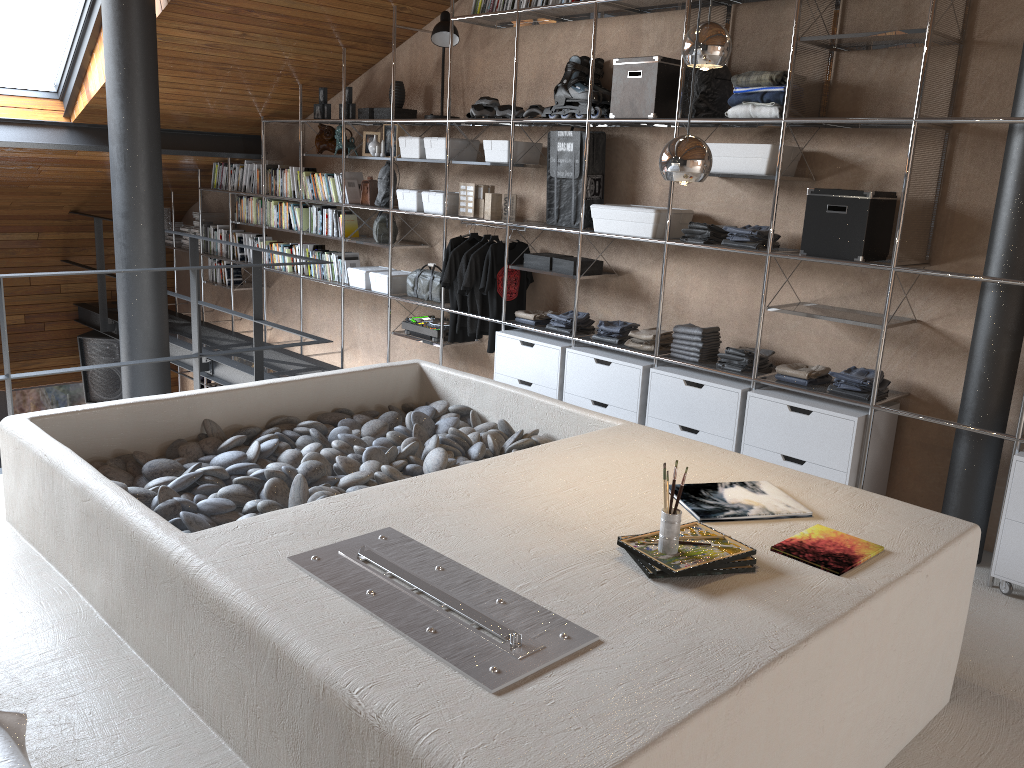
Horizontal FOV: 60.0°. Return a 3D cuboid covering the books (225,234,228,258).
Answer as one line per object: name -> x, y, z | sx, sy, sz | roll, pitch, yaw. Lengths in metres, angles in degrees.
books -> -2.452, -1.220, 7.812 | 0.148, 0.206, 0.018 | -10, 19, -43

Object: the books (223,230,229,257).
books -> -2.485, -1.247, 7.856 | 0.148, 0.234, 0.013 | -10, 19, -43

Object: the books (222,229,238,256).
books -> -2.504, -1.257, 7.879 | 0.146, 0.240, 0.023 | -10, 19, -43

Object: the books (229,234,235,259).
books -> -2.392, -1.198, 7.715 | 0.137, 0.215, 0.014 | -10, 19, -43

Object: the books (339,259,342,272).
books -> -1.214, -0.846, 6.605 | 0.146, 0.171, 0.054 | -10, 19, -43

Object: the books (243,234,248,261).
books -> -2.230, -1.172, 7.610 | 0.148, 0.232, 0.053 | -10, 19, -43

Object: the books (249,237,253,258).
books -> -2.139, -1.137, 7.515 | 0.164, 0.217, 0.048 | -10, 19, -44

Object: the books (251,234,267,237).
books -> -2.149, -1.159, 7.575 | 0.148, 0.232, 0.053 | -10, 19, -43

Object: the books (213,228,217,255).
books -> -2.614, -1.285, 7.990 | 0.161, 0.231, 0.021 | -10, 19, -43

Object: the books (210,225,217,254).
books -> -2.637, -1.310, 8.036 | 0.191, 0.255, 0.012 | -10, 19, -43

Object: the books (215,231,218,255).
books -> -2.592, -1.266, 7.962 | 0.146, 0.210, 0.018 | -10, 19, -43

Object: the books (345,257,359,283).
books -> -1.185, -0.844, 6.570 | 0.129, 0.186, 0.050 | -10, 19, -43

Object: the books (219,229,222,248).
books -> -2.536, -1.259, 7.898 | 0.148, 0.234, 0.013 | -10, 19, -43

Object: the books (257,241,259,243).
books -> -2.073, -1.099, 7.414 | 0.111, 0.197, 0.043 | -10, 19, -43

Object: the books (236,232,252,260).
books -> -2.312, -1.193, 7.681 | 0.148, 0.232, 0.053 | -10, 19, -43

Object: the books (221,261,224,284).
books -> -2.530, -0.995, 7.928 | 0.123, 0.203, 0.054 | -10, 19, -43

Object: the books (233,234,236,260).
books -> -2.352, -1.193, 7.705 | 0.133, 0.219, 0.058 | -10, 19, -43

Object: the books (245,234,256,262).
books -> -2.196, -1.162, 7.577 | 0.148, 0.232, 0.053 | -10, 19, -43

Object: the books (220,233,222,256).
books -> -2.527, -1.239, 7.890 | 0.143, 0.199, 0.019 | -10, 19, -43

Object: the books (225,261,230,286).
books -> -2.471, -0.983, 7.867 | 0.137, 0.216, 0.049 | -10, 19, -43

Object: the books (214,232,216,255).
books -> -2.610, -1.264, 7.964 | 0.130, 0.208, 0.010 | -10, 19, -43

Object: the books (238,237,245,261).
books -> -2.280, -1.165, 7.630 | 0.148, 0.206, 0.053 | -10, 19, -43

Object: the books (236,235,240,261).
books -> -2.300, -1.179, 7.651 | 0.141, 0.221, 0.055 | -10, 19, -43

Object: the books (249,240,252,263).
books -> -2.159, -1.128, 7.513 | 0.127, 0.200, 0.046 | -10, 19, -43

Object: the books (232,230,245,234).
books -> -2.389, -1.219, 7.738 | 0.131, 0.247, 0.018 | -10, 19, -43

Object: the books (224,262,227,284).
books -> -2.481, -0.981, 7.878 | 0.131, 0.205, 0.051 | -10, 19, -43

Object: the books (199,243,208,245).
books -> -2.770, -1.291, 8.161 | 0.252, 0.016, 0.182 | -9, 18, -39

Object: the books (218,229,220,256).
books -> -2.548, -1.261, 7.903 | 0.148, 0.234, 0.013 | -10, 19, -43

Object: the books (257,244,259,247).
books -> -2.065, -1.082, 7.397 | 0.111, 0.174, 0.041 | -10, 19, -43

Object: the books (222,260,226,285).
books -> -2.510, -0.993, 7.906 | 0.133, 0.218, 0.051 | -10, 19, -44

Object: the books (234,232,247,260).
books -> -2.332, -1.195, 7.681 | 0.143, 0.235, 0.055 | -10, 19, -44

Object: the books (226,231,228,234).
books -> -2.461, -1.238, 7.831 | 0.129, 0.231, 0.010 | -10, 19, -43

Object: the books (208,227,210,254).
books -> -2.688, -1.304, 8.047 | 0.148, 0.234, 0.013 | -10, 19, -43

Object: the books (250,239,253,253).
books -> -2.138, -1.118, 7.477 | 0.127, 0.200, 0.046 | -10, 19, -43

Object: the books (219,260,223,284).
books -> -2.537, -1.007, 7.945 | 0.155, 0.215, 0.055 | -10, 19, -43

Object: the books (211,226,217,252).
books -> -2.626, -1.306, 8.032 | 0.192, 0.251, 0.012 | -10, 19, -43

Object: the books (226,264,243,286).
books -> -2.462, -0.969, 7.857 | 0.138, 0.191, 0.049 | -10, 19, -43

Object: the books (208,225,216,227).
books -> -2.668, -1.321, 8.078 | 0.207, 0.255, 0.010 | -10, 19, -43

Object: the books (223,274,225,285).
books -> -2.517, -0.986, 7.918 | 0.126, 0.197, 0.047 | -10, 19, -43

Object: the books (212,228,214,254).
books -> -2.634, -1.292, 8.010 | 0.148, 0.234, 0.013 | -10, 19, -43

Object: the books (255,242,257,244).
books -> -2.085, -1.095, 7.429 | 0.117, 0.182, 0.044 | -10, 19, -43

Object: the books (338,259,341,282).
books -> -1.232, -0.845, 6.606 | 0.130, 0.166, 0.046 | -10, 19, -43

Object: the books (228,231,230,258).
books -> -2.427, -1.222, 7.772 | 0.129, 0.231, 0.010 | -10, 19, -43

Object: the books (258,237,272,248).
books -> -2.045, -1.106, 7.385 | 0.122, 0.229, 0.057 | -10, 19, -43

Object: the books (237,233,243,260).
books -> -2.290, -1.182, 7.640 | 0.148, 0.232, 0.053 | -10, 19, -43

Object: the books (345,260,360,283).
books -> -1.176, -0.833, 6.567 | 0.130, 0.166, 0.046 | -10, 19, -43

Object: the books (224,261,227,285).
books -> -2.492, -0.992, 7.905 | 0.137, 0.216, 0.050 | -10, 19, -43

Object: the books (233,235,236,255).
books -> -2.339, -1.187, 7.694 | 0.136, 0.212, 0.051 | -10, 19, -43

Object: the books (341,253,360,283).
books -> -1.190, -0.863, 6.583 | 0.143, 0.217, 0.066 | -10, 19, -43

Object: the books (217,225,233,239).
books -> -2.567, -1.289, 7.939 | 0.143, 0.268, 0.020 | -10, 19, -43

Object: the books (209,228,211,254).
books -> -2.657, -1.300, 8.039 | 0.169, 0.232, 0.018 | -10, 19, -43

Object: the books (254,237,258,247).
books -> -2.082, -1.120, 7.450 | 0.161, 0.222, 0.055 | -10, 19, -43

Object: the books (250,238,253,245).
books -> -2.131, -1.135, 7.509 | 0.171, 0.218, 0.047 | -10, 19, -44
